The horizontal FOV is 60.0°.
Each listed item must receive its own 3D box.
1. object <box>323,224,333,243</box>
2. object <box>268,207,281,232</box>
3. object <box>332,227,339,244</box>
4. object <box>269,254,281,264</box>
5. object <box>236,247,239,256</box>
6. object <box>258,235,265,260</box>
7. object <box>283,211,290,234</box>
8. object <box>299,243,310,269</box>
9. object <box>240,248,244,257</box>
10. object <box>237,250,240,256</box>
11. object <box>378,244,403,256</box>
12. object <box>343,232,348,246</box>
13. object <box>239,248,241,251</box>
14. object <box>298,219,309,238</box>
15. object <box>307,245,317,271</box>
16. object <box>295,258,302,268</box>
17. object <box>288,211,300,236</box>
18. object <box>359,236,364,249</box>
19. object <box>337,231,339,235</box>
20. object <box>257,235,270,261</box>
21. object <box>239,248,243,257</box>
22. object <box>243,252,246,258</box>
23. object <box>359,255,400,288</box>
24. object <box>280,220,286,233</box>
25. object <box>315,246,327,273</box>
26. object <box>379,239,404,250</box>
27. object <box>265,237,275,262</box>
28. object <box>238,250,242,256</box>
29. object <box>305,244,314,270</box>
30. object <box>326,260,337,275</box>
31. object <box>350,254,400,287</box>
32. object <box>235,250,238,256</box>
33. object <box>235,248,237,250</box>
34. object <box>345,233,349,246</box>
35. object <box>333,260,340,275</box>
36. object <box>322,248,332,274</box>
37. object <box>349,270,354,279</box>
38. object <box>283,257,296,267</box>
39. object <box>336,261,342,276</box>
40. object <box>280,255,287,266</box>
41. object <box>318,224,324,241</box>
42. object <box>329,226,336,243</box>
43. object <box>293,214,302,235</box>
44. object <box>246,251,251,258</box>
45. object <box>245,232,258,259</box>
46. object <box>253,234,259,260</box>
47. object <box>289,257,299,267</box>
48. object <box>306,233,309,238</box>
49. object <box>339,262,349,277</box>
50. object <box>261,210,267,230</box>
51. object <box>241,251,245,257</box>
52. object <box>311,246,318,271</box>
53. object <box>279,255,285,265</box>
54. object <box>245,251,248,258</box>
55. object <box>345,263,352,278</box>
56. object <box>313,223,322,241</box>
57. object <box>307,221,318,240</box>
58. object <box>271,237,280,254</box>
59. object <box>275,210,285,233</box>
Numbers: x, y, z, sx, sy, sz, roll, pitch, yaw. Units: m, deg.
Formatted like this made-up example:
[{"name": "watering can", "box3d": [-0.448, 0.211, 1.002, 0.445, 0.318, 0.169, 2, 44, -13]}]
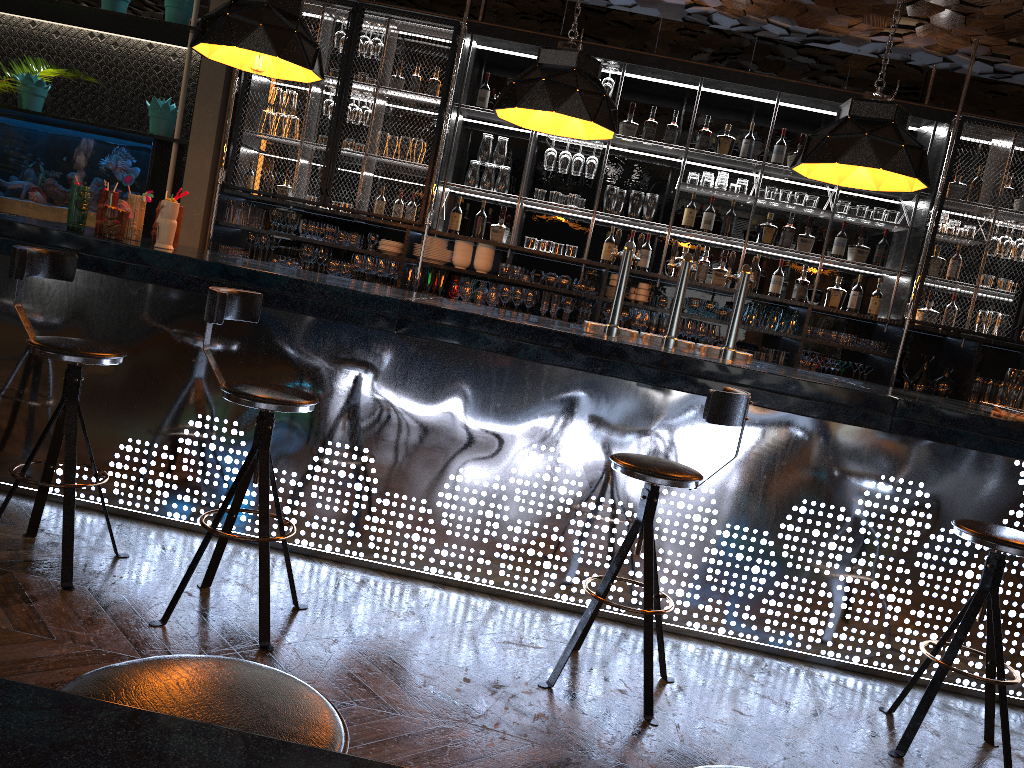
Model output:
[{"name": "object", "box3d": [-1.374, -1.120, 6.595, 0.074, 0.131, 0.074, 13, 7, 15]}, {"name": "object", "box3d": [-1.775, -1.221, 6.602, 0.087, 0.170, 0.087, 6, 8, -37]}, {"name": "object", "box3d": [-1.362, -1.138, 6.767, 0.074, 0.131, 0.074, 13, 7, 15]}, {"name": "object", "box3d": [-1.777, -0.916, 6.645, 0.093, 0.101, 0.093, 8, 7, -30]}, {"name": "object", "box3d": [-2.120, -1.001, 6.827, 0.031, 0.098, 0.031, 14, 7, 24]}, {"name": "object", "box3d": [-1.956, -1.044, 6.891, 0.091, 0.227, 0.091, 12, 7, 6]}, {"name": "object", "box3d": [-1.682, -1.212, 6.678, 0.087, 0.170, 0.087, 6, 8, -37]}, {"name": "object", "box3d": [-1.555, -0.933, 6.616, 0.088, 0.229, 0.077, 13, 7, 15]}, {"name": "object", "box3d": [-2.118, -1.013, 6.935, 0.031, 0.098, 0.031, 12, 7, 7]}, {"name": "object", "box3d": [-2.084, -0.973, 6.726, 0.034, 0.080, 0.034, 7, 8, -31]}, {"name": "object", "box3d": [-0.902, -0.998, 6.646, 0.211, 0.060, 0.209, 6, 8, -38]}, {"name": "object", "box3d": [-1.286, -1.108, 6.769, 0.078, 0.103, 0.078, 5, 9, -45]}, {"name": "object", "box3d": [-2.118, -1.005, 6.862, 0.031, 0.098, 0.031, 16, 8, 34]}, {"name": "object", "box3d": [-1.566, -1.168, 6.665, 0.081, 0.132, 0.081, 8, 7, -26]}, {"name": "object", "box3d": [-1.548, -0.952, 6.788, 0.077, 0.229, 0.088, 13, 7, 18]}, {"name": "object", "box3d": [-1.659, -0.916, 6.847, 0.093, 0.101, 0.093, 13, 7, 17]}, {"name": "object", "box3d": [-1.627, -1.190, 6.586, 0.087, 0.170, 0.087, 6, 8, -37]}, {"name": "object", "box3d": [-1.187, -1.096, 6.849, 0.078, 0.099, 0.078, 7, 8, -31]}, {"name": "object", "box3d": [-1.289, -1.098, 6.678, 0.078, 0.103, 0.078, 5, 9, -45]}, {"name": "object", "box3d": [-1.873, -0.999, 6.644, 0.091, 0.227, 0.091, 14, 7, 25]}, {"name": "object", "box3d": [-2.118, -1.009, 6.900, 0.031, 0.098, 0.031, 6, 9, -41]}, {"name": "object", "box3d": [-2.075, -0.986, 6.855, 0.034, 0.080, 0.034, 11, 7, 1]}, {"name": "object", "box3d": [-1.020, -0.857, 6.891, 0.376, 0.227, 0.186, 11, 6, 0]}, {"name": "object", "box3d": [-1.761, -1.246, 6.837, 0.087, 0.170, 0.087, 6, 8, -37]}, {"name": "object", "box3d": [-1.451, -0.922, 6.699, 0.088, 0.229, 0.077, 11, 7, 2]}, {"name": "object", "box3d": [-0.893, -1.037, 6.641, 0.209, 0.060, 0.211, 5, 9, -43]}, {"name": "object", "box3d": [-1.865, -1.009, 6.747, 0.091, 0.227, 0.091, 7, 8, -35]}, {"name": "object", "box3d": [-2.083, -0.977, 6.766, 0.034, 0.080, 0.034, 12, 7, 11]}, {"name": "object", "box3d": [-1.549, -0.943, 6.707, 0.088, 0.229, 0.077, 6, 8, -38]}, {"name": "object", "box3d": [-1.359, -0.858, 6.666, 0.074, 0.146, 0.065, 9, 7, -21]}, {"name": "object", "box3d": [-1.032, -0.837, 6.696, 0.376, 0.227, 0.186, 11, 6, 0]}, {"name": "object", "box3d": [-2.086, -0.967, 6.678, 0.034, 0.080, 0.034, 7, 8, -33]}, {"name": "object", "box3d": [-2.124, -0.997, 6.787, 0.031, 0.098, 0.031, 5, 9, -42]}, {"name": "object", "box3d": [-1.281, -1.117, 6.853, 0.078, 0.103, 0.078, 5, 9, -45]}, {"name": "object", "box3d": [-1.355, -0.869, 6.770, 0.065, 0.146, 0.074, 13, 7, 14]}, {"name": "object", "box3d": [-1.440, -0.934, 6.821, 0.088, 0.229, 0.077, 12, 7, 3]}, {"name": "object", "box3d": [-1.249, -0.860, 6.875, 0.074, 0.146, 0.065, 14, 7, 24]}, {"name": "object", "box3d": [-1.670, -0.894, 6.641, 0.093, 0.101, 0.093, 7, 8, -35]}, {"name": "object", "box3d": [-1.349, -0.879, 6.866, 0.065, 0.146, 0.074, 15, 8, 31]}, {"name": "object", "box3d": [-1.763, -0.937, 6.854, 0.093, 0.101, 0.093, 10, 7, -11]}, {"name": "object", "box3d": [-1.473, -1.172, 6.858, 0.081, 0.132, 0.081, 8, 7, -26]}, {"name": "object", "box3d": [-1.367, -1.129, 6.681, 0.074, 0.131, 0.074, 13, 7, 15]}, {"name": "object", "box3d": [-1.674, -1.227, 6.822, 0.087, 0.170, 0.087, 6, 8, -37]}, {"name": "object", "box3d": [-2.070, -0.995, 6.945, 0.034, 0.080, 0.034, 13, 7, 12]}, {"name": "object", "box3d": [-1.965, -1.018, 6.650, 0.091, 0.227, 0.091, 7, 8, -35]}, {"name": "object", "box3d": [-1.957, -1.029, 6.757, 0.091, 0.227, 0.091, 17, 9, 41]}, {"name": "object", "box3d": [-1.670, -0.906, 6.747, 0.093, 0.101, 0.093, 14, 7, 23]}, {"name": "object", "box3d": [-1.558, -1.183, 6.811, 0.081, 0.132, 0.081, 8, 7, -26]}, {"name": "object", "box3d": [-1.265, -0.839, 6.667, 0.074, 0.146, 0.065, 11, 7, -4]}, {"name": "object", "box3d": [-1.950, -1.284, 6.917, 0.051, 0.152, 0.058, 6, 8, -37]}, {"name": "object", "box3d": [-2.076, -0.981, 6.814, 0.034, 0.080, 0.034, 9, 7, -15]}, {"name": "object", "box3d": [-1.541, -0.961, 6.880, 0.077, 0.229, 0.088, 8, 7, -23]}, {"name": "object", "box3d": [-1.770, -0.927, 6.750, 0.093, 0.101, 0.093, 6, 8, -37]}, {"name": "object", "box3d": [-2.074, -0.991, 6.899, 0.034, 0.080, 0.034, 13, 7, 11]}, {"name": "object", "box3d": [-1.259, -0.850, 6.773, 0.065, 0.146, 0.074, 14, 7, 25]}, {"name": "object", "box3d": [-1.484, -1.159, 6.730, 0.081, 0.132, 0.081, 8, 7, -26]}, {"name": "object", "box3d": [-1.488, -1.146, 6.610, 0.081, 0.132, 0.081, 8, 7, -26]}, {"name": "object", "box3d": [-1.854, -1.021, 6.863, 0.091, 0.227, 0.091, 7, 8, -35]}, {"name": "object", "box3d": [-1.768, -1.233, 6.720, 0.087, 0.170, 0.087, 6, 8, -37]}]
